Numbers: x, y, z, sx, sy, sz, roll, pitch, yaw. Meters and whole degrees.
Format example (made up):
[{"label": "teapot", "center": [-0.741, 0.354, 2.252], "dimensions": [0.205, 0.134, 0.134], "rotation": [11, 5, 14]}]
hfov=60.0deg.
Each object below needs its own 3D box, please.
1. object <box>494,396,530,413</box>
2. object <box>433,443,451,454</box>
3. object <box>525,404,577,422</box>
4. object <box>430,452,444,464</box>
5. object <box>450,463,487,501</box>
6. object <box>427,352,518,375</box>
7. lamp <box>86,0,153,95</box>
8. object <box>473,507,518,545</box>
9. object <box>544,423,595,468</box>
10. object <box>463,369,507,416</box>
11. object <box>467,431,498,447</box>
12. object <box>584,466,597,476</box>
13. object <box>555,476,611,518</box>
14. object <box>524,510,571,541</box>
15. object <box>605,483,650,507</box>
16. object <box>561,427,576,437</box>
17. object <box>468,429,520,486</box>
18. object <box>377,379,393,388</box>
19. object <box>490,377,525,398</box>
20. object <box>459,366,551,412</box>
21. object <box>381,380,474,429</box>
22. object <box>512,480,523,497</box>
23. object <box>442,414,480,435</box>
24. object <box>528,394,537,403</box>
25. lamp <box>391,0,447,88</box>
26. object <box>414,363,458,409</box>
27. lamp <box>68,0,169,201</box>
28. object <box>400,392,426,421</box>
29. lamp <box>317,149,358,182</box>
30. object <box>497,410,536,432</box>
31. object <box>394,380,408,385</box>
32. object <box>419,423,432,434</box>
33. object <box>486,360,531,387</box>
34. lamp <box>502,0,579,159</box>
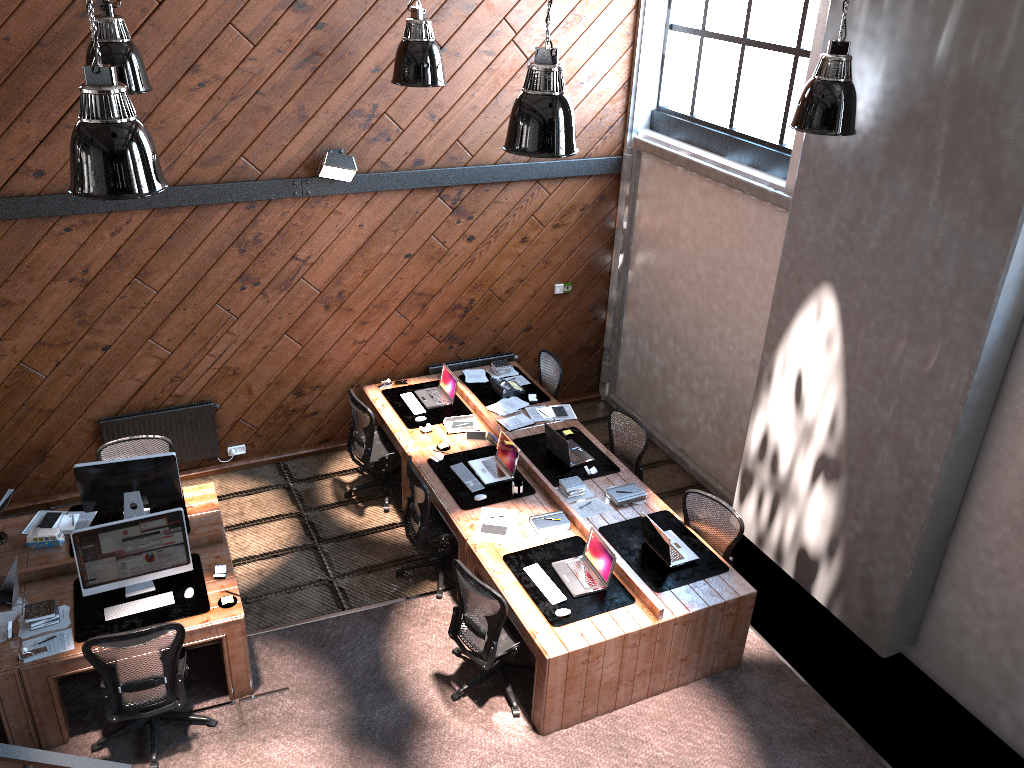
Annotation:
[{"label": "object", "center": [-0.002, 0.207, 8.827], "dimensions": [0.246, 0.002, 0.315], "rotation": [27, 35, 38]}, {"label": "object", "center": [-0.626, 0.573, 8.069], "dimensions": [0.158, 0.026, 0.154], "rotation": [10, 28, 13]}, {"label": "object", "center": [0.384, 0.277, 8.739], "dimensions": [0.467, 0.017, 0.304], "rotation": [-3, 28, -12]}, {"label": "object", "center": [-0.665, 0.652, 7.857], "dimensions": [0.106, 0.063, 0.082], "rotation": [-21, 36, -39]}, {"label": "object", "center": [-0.359, 0.829, 7.584], "dimensions": [0.139, 0.040, 0.577], "rotation": [-10, 30, -24]}, {"label": "object", "center": [-0.427, 0.013, 9.729], "dimensions": [1.064, 0.628, 0.073], "rotation": [-10, 30, -24]}, {"label": "lamp", "center": [-2.697, -3.111, 5.666], "dimensions": [0.445, 2.372, 0.445], "rotation": [-4, 28, -13]}, {"label": "object", "center": [-0.123, 1.115, 7.074], "dimensions": [0.304, 0.017, 0.467], "rotation": [6, 27, 6]}, {"label": "object", "center": [0.521, 0.519, 7.997], "dimensions": [0.323, 0.283, 0.390], "rotation": [-13, 31, -28]}, {"label": "object", "center": [-0.244, 0.069, 9.082], "dimensions": [0.356, 0.002, 1.058], "rotation": [-11, 30, -25]}, {"label": "object", "center": [-0.251, 0.491, 8.202], "dimensions": [0.347, 0.083, 0.129], "rotation": [14, 29, 20]}, {"label": "object", "center": [0.693, 0.757, 7.792], "dimensions": [0.106, 0.063, 0.082], "rotation": [-4, 28, -13]}, {"label": "object", "center": [0.576, 0.928, 7.423], "dimensions": [0.319, 0.098, 0.478], "rotation": [-11, 30, -25]}, {"label": "object", "center": [0.284, 1.118, 7.062], "dimensions": [0.363, 0.065, 0.325], "rotation": [-2, 28, -10]}, {"label": "object", "center": [0.978, 0.916, 7.523], "dimensions": [0.363, 0.065, 0.325], "rotation": [-5, 28, -15]}, {"label": "object", "center": [0.532, 0.457, 8.398], "dimensions": [0.158, 0.026, 0.154], "rotation": [13, 29, 18]}, {"label": "object", "center": [-0.160, 0.628, 7.657], "dimensions": [0.320, 0.288, 0.380], "rotation": [-10, 30, -24]}, {"label": "object", "center": [-1.303, -0.010, 9.092], "dimensions": [0.159, 0.064, 0.054], "rotation": [-14, 32, -30]}, {"label": "object", "center": [-0.040, 0.016, 9.073], "dimensions": [0.290, 0.116, 0.322], "rotation": [-11, 31, -26]}, {"label": "object", "center": [-0.085, 0.040, 9.176], "dimensions": [0.687, 0.008, 0.848], "rotation": [-10, 30, -24]}, {"label": "object", "center": [-0.847, 0.191, 8.808], "dimensions": [0.687, 0.008, 0.848], "rotation": [-10, 30, -24]}, {"label": "object", "center": [0.045, 0.871, 7.452], "dimensions": [0.078, 0.138, 0.099], "rotation": [-4, 28, -13]}, {"label": "object", "center": [-0.484, 0.384, 8.417], "dimensions": [0.316, 0.060, 0.229], "rotation": [-6, 29, -17]}, {"label": "object", "center": [0.210, 0.145, 8.923], "dimensions": [0.082, 0.063, 0.106], "rotation": [-1, 28, -9]}, {"label": "lamp", "center": [-0.696, -3.479, 6.603], "dimensions": [0.445, 2.372, 0.445], "rotation": [-12, 31, -26]}, {"label": "object", "center": [-0.760, 0.017, 8.841], "dimensions": [0.323, 0.283, 0.390], "rotation": [-10, 30, -24]}, {"label": "lamp", "center": [-1.841, -1.999, 3.737], "dimensions": [0.445, 2.372, 0.445], "rotation": [1, 27, -4]}, {"label": "object", "center": [-0.953, 0.219, 8.706], "dimensions": [0.139, 0.040, 0.577], "rotation": [-8, 29, -21]}, {"label": "lamp", "center": [-1.576, -1.941, 7.942], "dimensions": [0.328, 0.287, 0.283], "rotation": [-10, 30, -24]}, {"label": "object", "center": [0.041, 0.349, 8.537], "dimensions": [0.316, 0.060, 0.229], "rotation": [-14, 32, -30]}, {"label": "object", "center": [-1.144, -0.017, 9.141], "dimensions": [0.134, 0.042, 0.022], "rotation": [-3, 28, -10]}, {"label": "object", "center": [-0.808, 0.415, 8.318], "dimensions": [0.106, 0.063, 0.082], "rotation": [-12, 31, -26]}, {"label": "object", "center": [-0.048, -0.121, 9.364], "dimensions": [0.319, 0.098, 0.478], "rotation": [-11, 30, -25]}, {"label": "lamp", "center": [0.221, -2.429, 4.663], "dimensions": [0.445, 2.372, 0.445], "rotation": [13, 29, 18]}]
